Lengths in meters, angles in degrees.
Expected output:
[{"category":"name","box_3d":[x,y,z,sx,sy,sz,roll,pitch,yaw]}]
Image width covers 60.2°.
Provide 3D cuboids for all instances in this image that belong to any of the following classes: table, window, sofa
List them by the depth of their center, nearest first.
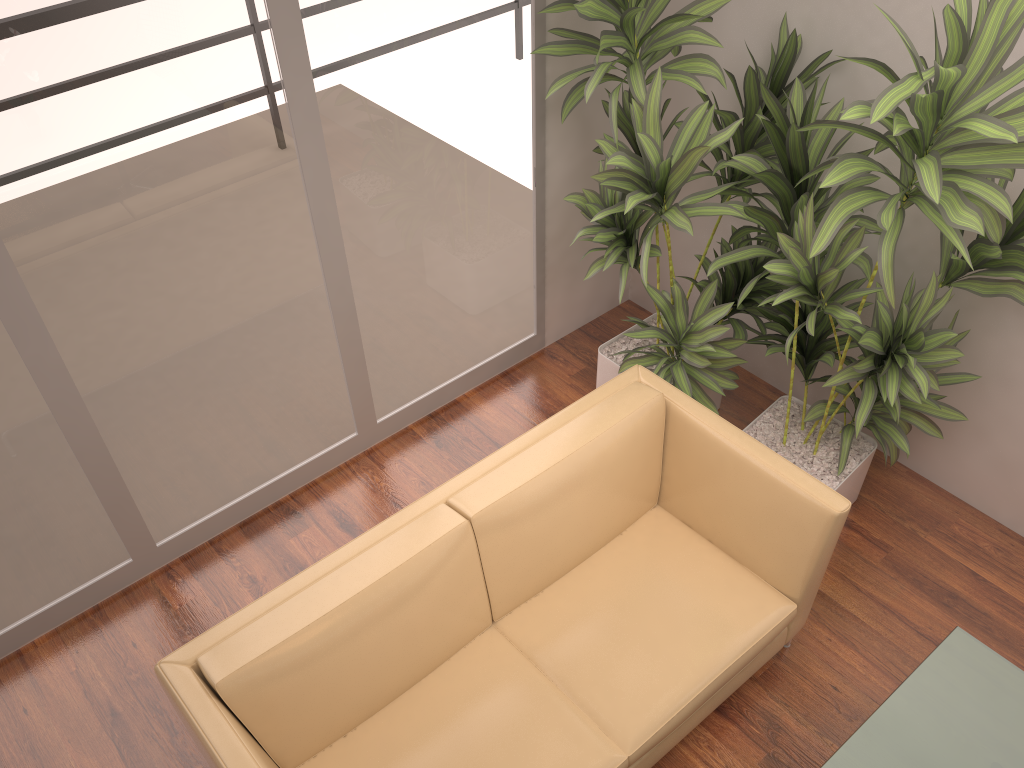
[{"category":"window","box_3d":[-2.975,0.383,1.356,8.371,3.442,0.060,-30,50,-26]},{"category":"table","box_3d":[0.877,1.543,2.071,1.829,0.588,0.915,-31,51,-26]},{"category":"sofa","box_3d":[0.048,0.809,2.666,1.762,0.879,0.856,-31,51,-26]}]

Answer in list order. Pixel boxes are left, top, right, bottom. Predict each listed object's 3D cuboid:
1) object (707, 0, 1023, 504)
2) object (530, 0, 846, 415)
[{"category":"object","box_3d":[1.128,-0.360,2.883,0.955,2.208,1.042,-21,47,-19]},{"category":"object","box_3d":[0.676,-0.683,3.241,1.071,2.208,0.929,-17,46,-15]}]
